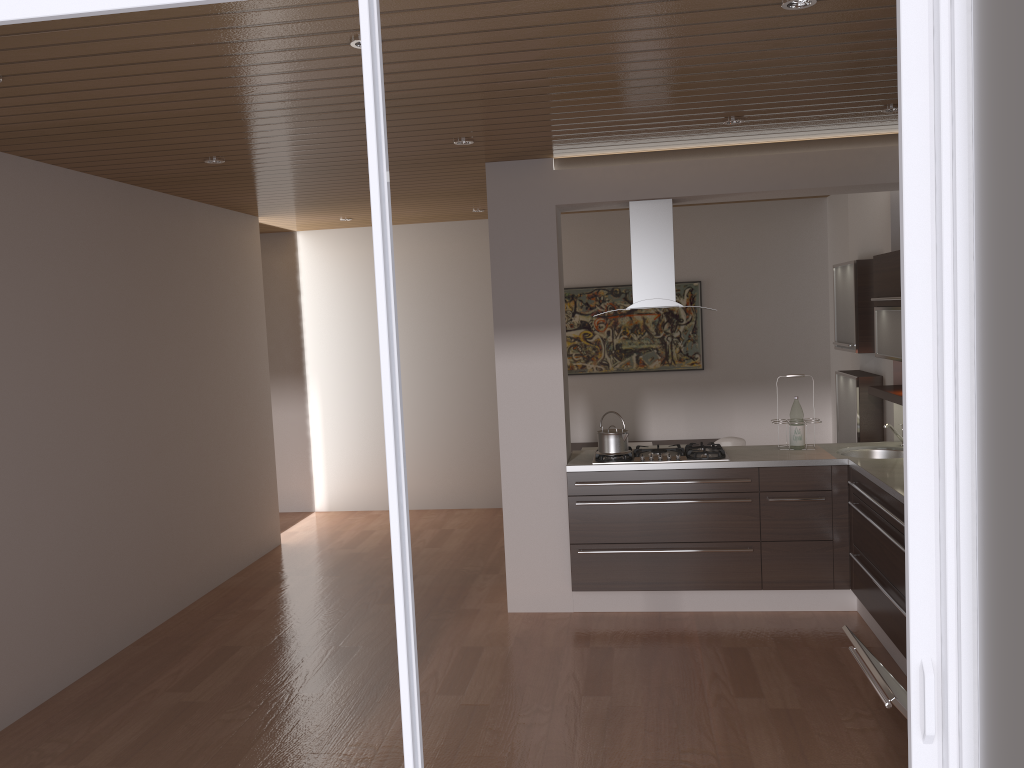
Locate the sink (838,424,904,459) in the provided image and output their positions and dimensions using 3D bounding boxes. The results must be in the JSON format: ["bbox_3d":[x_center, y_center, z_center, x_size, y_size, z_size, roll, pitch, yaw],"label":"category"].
[{"bbox_3d":[2.134,0.412,5.182,0.450,0.347,0.494,-2,4,14],"label":"sink"}]

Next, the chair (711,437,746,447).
[{"bbox_3d":[1.376,0.829,6.323,0.608,0.847,0.491,-5,5,-22],"label":"chair"}]

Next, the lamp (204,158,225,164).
[{"bbox_3d":[-1.585,-1.209,4.717,0.102,0.055,0.102,-4,5,-20],"label":"lamp"}]

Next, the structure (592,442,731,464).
[{"bbox_3d":[0.898,0.414,5.409,0.797,0.047,0.494,-2,4,8],"label":"structure"}]

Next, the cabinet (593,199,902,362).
[{"bbox_3d":[1.387,-0.594,4.675,2.058,1.032,1.399,-2,4,12],"label":"cabinet"}]

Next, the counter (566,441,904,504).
[{"bbox_3d":[1.336,0.486,4.717,2.150,0.036,1.850,-2,4,8],"label":"counter"}]

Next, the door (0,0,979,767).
[{"bbox_3d":[-0.241,0.313,1.902,2.300,2.700,0.101,-2,4,8],"label":"door"}]

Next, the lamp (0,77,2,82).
[{"bbox_3d":[-1.808,-1.070,3.039,0.102,0.055,0.102,-4,4,-9],"label":"lamp"}]

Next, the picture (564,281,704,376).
[{"bbox_3d":[1.082,-0.500,8.062,1.277,0.801,0.018,-2,4,8],"label":"picture"}]

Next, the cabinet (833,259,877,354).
[{"bbox_3d":[2.244,-0.517,5.961,0.172,0.600,0.619,-3,4,-7],"label":"cabinet"}]

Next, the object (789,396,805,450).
[{"bbox_3d":[1.731,0.235,5.388,0.091,0.319,0.091,1,6,43],"label":"object"}]

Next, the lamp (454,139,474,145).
[{"bbox_3d":[-0.248,-1.260,4.535,0.102,0.055,0.102,-4,4,-9],"label":"lamp"}]

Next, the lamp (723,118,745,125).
[{"bbox_3d":[1.089,-1.312,4.353,0.102,0.055,0.102,-4,5,-20],"label":"lamp"}]

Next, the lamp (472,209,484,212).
[{"bbox_3d":[-0.284,-1.480,7.455,0.102,0.055,0.102,-4,4,-9],"label":"lamp"}]

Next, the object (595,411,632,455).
[{"bbox_3d":[0.604,0.287,5.320,0.221,0.251,0.221,-3,4,1],"label":"object"}]

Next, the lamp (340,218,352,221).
[{"bbox_3d":[-1.427,-1.436,7.611,0.102,0.055,0.102,-4,4,-9],"label":"lamp"}]

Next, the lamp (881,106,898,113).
[{"bbox_3d":[1.826,-1.341,4.252,0.102,0.055,0.102,0,5,36],"label":"lamp"}]

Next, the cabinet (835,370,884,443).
[{"bbox_3d":[2.342,0.226,6.028,0.194,0.600,0.598,-2,4,8],"label":"cabinet"}]

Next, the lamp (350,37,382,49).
[{"bbox_3d":[-0.471,-1.122,2.857,0.102,0.055,0.102,-4,4,-9],"label":"lamp"}]

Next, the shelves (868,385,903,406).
[{"bbox_3d":[2.242,0.106,4.565,0.313,0.050,1.850,-2,4,8],"label":"shelves"}]

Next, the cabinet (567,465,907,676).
[{"bbox_3d":[1.359,0.937,4.751,2.150,0.870,1.850,-2,4,8],"label":"cabinet"}]

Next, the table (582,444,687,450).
[{"bbox_3d":[0.887,0.898,6.304,0.800,0.758,1.100,-2,4,8],"label":"table"}]

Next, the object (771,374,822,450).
[{"bbox_3d":[1.739,0.167,5.435,0.291,0.453,0.210,-2,4,13],"label":"object"}]

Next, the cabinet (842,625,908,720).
[{"bbox_3d":[1.620,0.436,2.727,1.047,1.948,1.796,-2,4,8],"label":"cabinet"}]

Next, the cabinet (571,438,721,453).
[{"bbox_3d":[1.060,0.844,7.897,1.740,0.608,0.540,-2,4,8],"label":"cabinet"}]

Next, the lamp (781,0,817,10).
[{"bbox_3d":[0.865,-1.174,2.674,0.102,0.055,0.102,-4,4,-9],"label":"lamp"}]
